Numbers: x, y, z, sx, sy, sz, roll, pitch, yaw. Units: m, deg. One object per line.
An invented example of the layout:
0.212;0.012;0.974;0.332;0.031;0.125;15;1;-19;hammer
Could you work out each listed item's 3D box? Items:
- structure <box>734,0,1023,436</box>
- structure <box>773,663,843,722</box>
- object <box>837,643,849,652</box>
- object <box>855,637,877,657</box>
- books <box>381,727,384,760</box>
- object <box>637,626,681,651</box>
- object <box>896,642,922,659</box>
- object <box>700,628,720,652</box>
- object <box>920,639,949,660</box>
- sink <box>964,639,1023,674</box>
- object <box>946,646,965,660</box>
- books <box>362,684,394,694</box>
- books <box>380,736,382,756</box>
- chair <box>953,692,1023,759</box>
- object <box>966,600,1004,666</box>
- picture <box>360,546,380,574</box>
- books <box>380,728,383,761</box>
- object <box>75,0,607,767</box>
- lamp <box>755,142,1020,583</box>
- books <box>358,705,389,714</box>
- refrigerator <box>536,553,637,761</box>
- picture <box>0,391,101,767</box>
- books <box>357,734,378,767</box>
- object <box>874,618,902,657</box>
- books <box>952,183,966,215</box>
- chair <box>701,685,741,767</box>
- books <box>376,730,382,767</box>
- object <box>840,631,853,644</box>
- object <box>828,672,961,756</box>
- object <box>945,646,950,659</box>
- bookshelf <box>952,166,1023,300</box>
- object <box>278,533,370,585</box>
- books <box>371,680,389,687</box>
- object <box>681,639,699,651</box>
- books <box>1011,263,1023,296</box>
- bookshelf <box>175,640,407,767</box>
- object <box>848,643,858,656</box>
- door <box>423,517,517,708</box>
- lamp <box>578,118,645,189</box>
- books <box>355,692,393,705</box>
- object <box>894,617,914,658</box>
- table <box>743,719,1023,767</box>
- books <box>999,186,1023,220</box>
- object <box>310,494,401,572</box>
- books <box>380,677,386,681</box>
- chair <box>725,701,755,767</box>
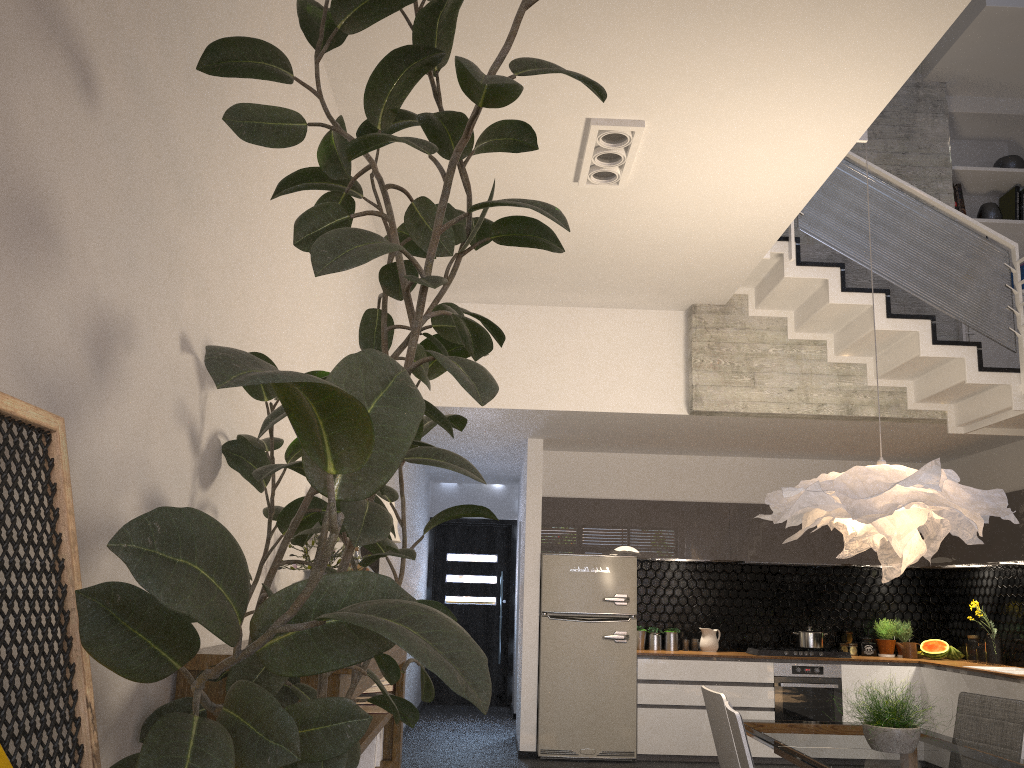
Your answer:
2.219;-1.482;5.520;4.234;8.224;8.551;2;-12;-1;structure
2.539;2.764;7.852;0.587;0.582;0.590;2;-12;-1;structure
3.068;2.458;8.207;0.083;0.112;0.083;2;-12;-1;object
3.279;2.433;8.207;0.141;0.172;0.143;2;-12;-1;object
-0.631;1.544;3.875;0.135;0.187;0.031;2;-11;-1;books
1.314;2.338;8.150;0.482;0.218;0.174;3;-12;-4;object
3.609;2.420;8.041;0.210;0.139;0.125;-6;-14;32;object
1.826;2.360;8.164;0.190;0.213;0.173;-1;-12;12;object
3.802;2.388;7.964;0.236;0.172;0.219;-5;-14;27;object
3.878;2.114;6.785;0.490;0.444;0.731;2;-13;-1;sink
4.013;2.429;8.008;0.149;0.126;0.226;-8;-16;38;object
-0.652;1.302;3.812;0.226;0.029;0.180;-10;-18;40;books
-0.629;1.526;3.797;0.135;0.187;0.015;2;-11;-1;books
2.100;1.965;4.226;0.602;0.910;0.479;5;-12;-15;chair
4.035;2.122;7.583;0.257;0.537;0.431;-3;-13;22;object
-0.907;1.335;5.350;0.033;2.007;1.246;2;-11;-1;picture
-0.632;1.539;3.851;0.136;0.187;0.018;2;-11;-1;books
-0.324;0.152;1.791;0.909;3.167;2.028;6;-12;-23;object
1.774;-1.628;4.511;1.118;5.160;1.072;0;-11;10;lamp
-0.640;1.355;3.738;0.230;0.034;0.289;4;-14;-8;books
0.644;2.384;7.829;0.829;1.694;0.777;2;-11;-1;refrigerator
-0.581;0.666;0.588;0.386;1.588;1.513;2;-12;-1;picture
-0.625;1.491;3.640;0.135;0.180;0.079;2;-11;-1;books
3.475;2.341;8.187;0.245;0.350;0.237;1;-12;3;object
3.661;-1.437;7.383;0.134;0.378;0.275;2;-12;-1;books
1.235;1.935;4.209;0.601;0.910;0.480;2;-11;-1;chair
-0.620;1.511;3.732;0.136;0.187;0.018;2;-11;-1;books
3.105;2.347;8.216;0.083;0.112;0.083;6;-12;-21;object
1.662;1.453;3.938;0.531;0.363;0.675;3;-13;-6;object
4.025;2.475;8.180;0.132;0.118;0.206;-2;-13;19;object
3.781;-1.159;7.257;0.973;1.095;0.447;2;-11;-1;bookshelf
-0.692;0.705;3.212;0.386;0.408;0.277;7;-13;-23;object
-0.659;1.278;3.813;0.244;0.019;0.176;-4;-15;23;books
1.647;2.411;8.184;0.160;0.109;0.078;1;-12;4;object
4.184;-0.803;7.278;0.146;0.379;0.275;2;-12;-1;books
-0.647;1.464;3.014;0.451;1.160;1.940;2;-13;-1;bookshelf
3.155;2.460;8.205;0.083;0.112;0.083;0;-12;9;object
-0.522;2.840;11.078;1.108;2.292;0.162;2;-11;-1;door
0.491;-1.164;4.473;0.253;0.065;0.652;2;-13;-1;lamp
1.059;-1.417;6.266;0.361;6.640;5.431;-7;-15;39;books
3.617;2.329;8.173;0.170;0.375;0.185;-6;-14;35;object
1.662;1.965;3.854;0.997;0.707;1.819;2;-13;-1;table
4.194;-1.422;7.375;0.160;0.378;0.268;2;-12;-1;books
-0.681;0.769;3.837;0.391;0.576;0.392;9;-14;-31;object
-0.669;1.252;3.799;0.244;0.023;0.176;-11;-18;42;books
1.158;1.758;3.485;0.601;0.910;0.480;0;-11;8;chair
